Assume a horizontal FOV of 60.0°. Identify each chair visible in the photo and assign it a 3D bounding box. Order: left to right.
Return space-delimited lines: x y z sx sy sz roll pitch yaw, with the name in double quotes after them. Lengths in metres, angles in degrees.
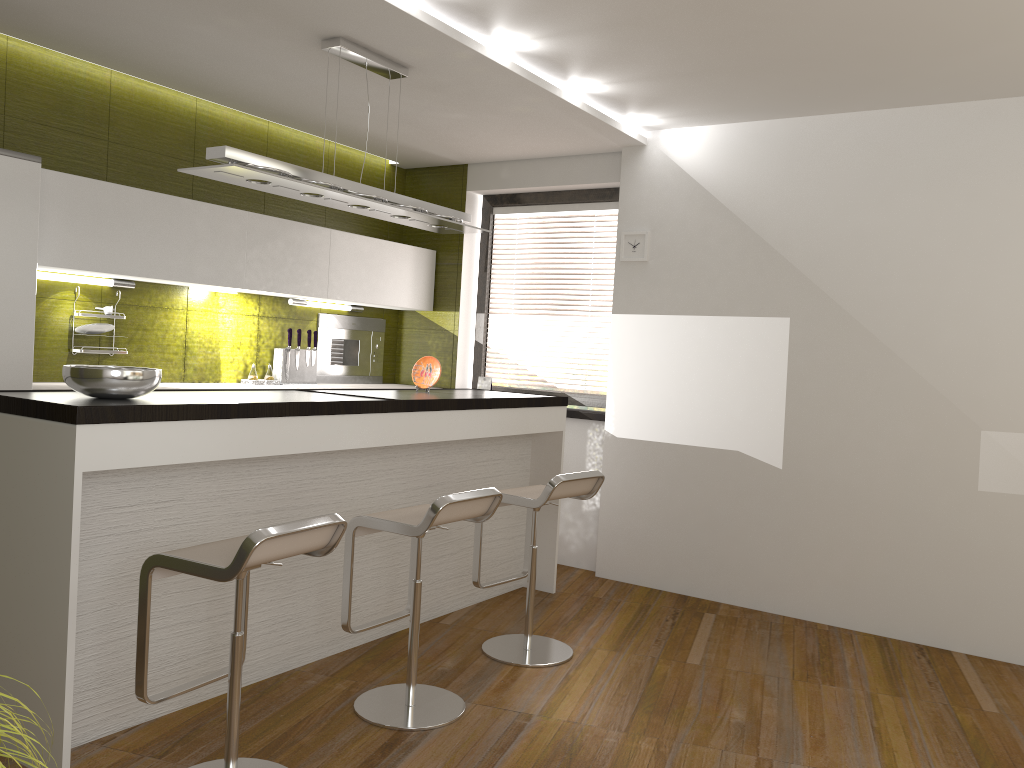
-0.802 0.800 2.629 0.460 0.857 0.418 4 2 28 "chair"
-0.345 0.802 3.341 0.460 0.857 0.418 5 2 33 "chair"
0.113 0.804 4.054 0.460 0.857 0.418 5 3 38 "chair"

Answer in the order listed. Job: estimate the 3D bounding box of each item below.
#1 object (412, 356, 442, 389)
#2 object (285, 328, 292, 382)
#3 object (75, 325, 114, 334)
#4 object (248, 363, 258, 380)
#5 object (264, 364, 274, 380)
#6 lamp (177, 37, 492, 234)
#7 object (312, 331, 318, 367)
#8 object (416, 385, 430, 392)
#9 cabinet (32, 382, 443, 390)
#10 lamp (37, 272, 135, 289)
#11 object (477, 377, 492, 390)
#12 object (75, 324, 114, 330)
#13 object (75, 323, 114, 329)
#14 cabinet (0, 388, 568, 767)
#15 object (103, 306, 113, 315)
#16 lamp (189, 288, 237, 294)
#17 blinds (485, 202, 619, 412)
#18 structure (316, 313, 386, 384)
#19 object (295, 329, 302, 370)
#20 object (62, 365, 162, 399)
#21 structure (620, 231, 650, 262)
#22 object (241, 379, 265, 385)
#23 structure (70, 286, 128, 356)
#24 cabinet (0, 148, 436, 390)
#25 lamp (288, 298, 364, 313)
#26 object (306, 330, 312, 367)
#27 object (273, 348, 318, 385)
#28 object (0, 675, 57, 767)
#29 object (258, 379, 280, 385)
-0.459 -0.062 4.770 0.184 0.178 0.055 5 2 29 "object"
-1.385 -0.176 5.479 0.013 0.339 0.046 5 2 33 "object"
-2.101 -0.275 4.468 0.173 0.052 0.181 5 2 33 "object"
-1.547 -0.065 5.301 0.059 0.121 0.059 3 2 -11 "object"
-1.483 -0.065 5.424 0.059 0.121 0.059 3 2 0 "object"
-0.674 -1.142 4.008 0.326 0.683 1.677 5 2 33 "lamp"
-1.264 -0.225 5.661 0.013 0.231 0.040 5 2 33 "object"
-0.461 -0.025 4.771 0.088 0.131 0.072 4 2 28 "object"
-1.515 0.552 5.225 0.465 1.086 2.940 5 2 33 "cabinet"
-2.206 -0.524 4.407 0.041 0.041 0.715 5 2 33 "lamp"
-0.191 0.036 6.166 0.106 0.169 0.057 4 2 27 "object"
-2.102 -0.278 4.468 0.173 0.052 0.181 5 2 33 "object"
-2.102 -0.281 4.468 0.173 0.052 0.181 5 2 33 "object"
-0.786 0.612 4.032 0.663 1.134 2.947 5 2 33 "cabinet"
-2.081 -0.377 4.567 0.046 0.053 0.051 2 2 -26 "object"
-1.735 -0.542 5.162 0.008 0.008 0.334 5 2 33 "lamp"
-0.405 -3.293 10.040 16.000 12.704 9.030 3 2 -18 "blinds"
-1.110 -0.233 6.157 0.015 0.469 0.663 5 2 33 "structure"
-1.340 -0.214 5.544 0.013 0.264 0.042 5 2 33 "object"
-1.374 -0.004 3.053 0.311 0.105 0.311 1 3 -44 "object"
0.747 -0.836 5.395 0.180 0.180 0.026 5 2 33 "structure"
-1.551 -0.010 5.303 0.107 0.032 0.107 5 2 33 "object"
-2.100 -0.316 4.526 0.110 0.346 0.266 5 2 33 "structure"
-1.732 0.042 5.050 0.724 2.089 3.471 5 2 33 "cabinet"
-1.221 -0.518 5.884 0.095 0.041 0.716 5 2 32 "lamp"
-1.291 -0.224 5.618 0.013 0.243 0.036 5 2 33 "object"
-1.365 -0.106 5.593 0.107 0.227 0.293 5 2 33 "object"
-0.993 0.812 1.308 0.585 0.904 0.606 3 2 1 "object"
-1.486 -0.011 5.426 0.107 0.032 0.107 5 3 44 "object"
